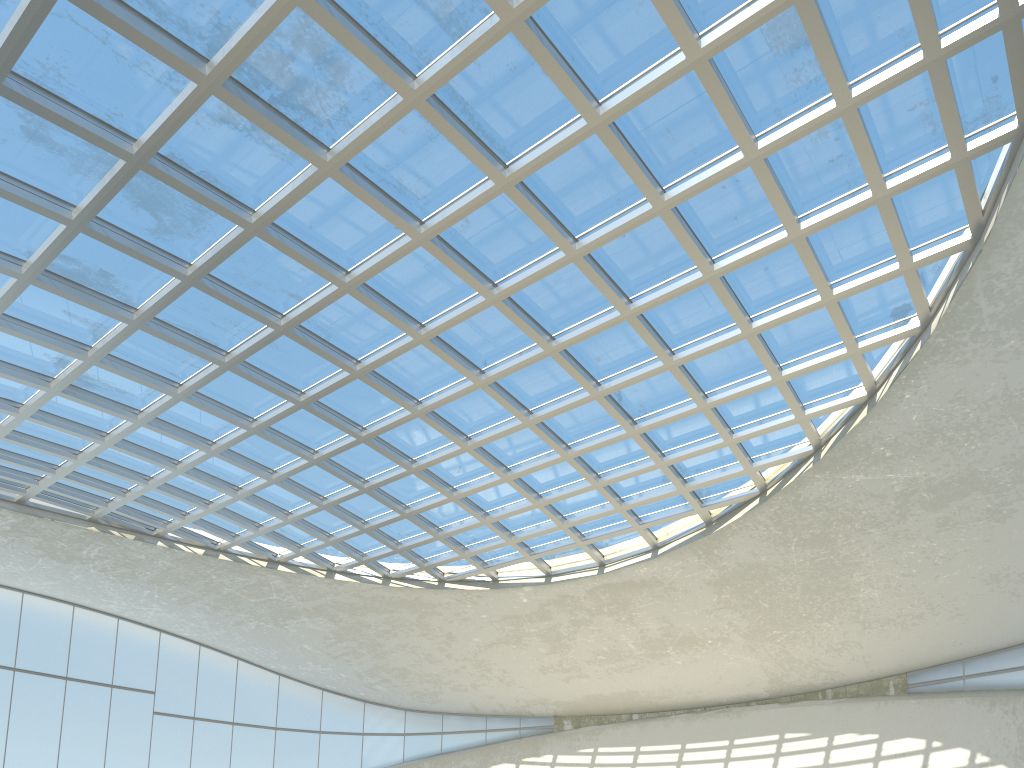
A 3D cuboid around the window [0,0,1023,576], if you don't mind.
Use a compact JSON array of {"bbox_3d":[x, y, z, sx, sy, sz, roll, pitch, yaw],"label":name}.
[{"bbox_3d":[-15.416,-0.423,44.241,81.523,9.971,85.523,-21,-38,32],"label":"window"}]
